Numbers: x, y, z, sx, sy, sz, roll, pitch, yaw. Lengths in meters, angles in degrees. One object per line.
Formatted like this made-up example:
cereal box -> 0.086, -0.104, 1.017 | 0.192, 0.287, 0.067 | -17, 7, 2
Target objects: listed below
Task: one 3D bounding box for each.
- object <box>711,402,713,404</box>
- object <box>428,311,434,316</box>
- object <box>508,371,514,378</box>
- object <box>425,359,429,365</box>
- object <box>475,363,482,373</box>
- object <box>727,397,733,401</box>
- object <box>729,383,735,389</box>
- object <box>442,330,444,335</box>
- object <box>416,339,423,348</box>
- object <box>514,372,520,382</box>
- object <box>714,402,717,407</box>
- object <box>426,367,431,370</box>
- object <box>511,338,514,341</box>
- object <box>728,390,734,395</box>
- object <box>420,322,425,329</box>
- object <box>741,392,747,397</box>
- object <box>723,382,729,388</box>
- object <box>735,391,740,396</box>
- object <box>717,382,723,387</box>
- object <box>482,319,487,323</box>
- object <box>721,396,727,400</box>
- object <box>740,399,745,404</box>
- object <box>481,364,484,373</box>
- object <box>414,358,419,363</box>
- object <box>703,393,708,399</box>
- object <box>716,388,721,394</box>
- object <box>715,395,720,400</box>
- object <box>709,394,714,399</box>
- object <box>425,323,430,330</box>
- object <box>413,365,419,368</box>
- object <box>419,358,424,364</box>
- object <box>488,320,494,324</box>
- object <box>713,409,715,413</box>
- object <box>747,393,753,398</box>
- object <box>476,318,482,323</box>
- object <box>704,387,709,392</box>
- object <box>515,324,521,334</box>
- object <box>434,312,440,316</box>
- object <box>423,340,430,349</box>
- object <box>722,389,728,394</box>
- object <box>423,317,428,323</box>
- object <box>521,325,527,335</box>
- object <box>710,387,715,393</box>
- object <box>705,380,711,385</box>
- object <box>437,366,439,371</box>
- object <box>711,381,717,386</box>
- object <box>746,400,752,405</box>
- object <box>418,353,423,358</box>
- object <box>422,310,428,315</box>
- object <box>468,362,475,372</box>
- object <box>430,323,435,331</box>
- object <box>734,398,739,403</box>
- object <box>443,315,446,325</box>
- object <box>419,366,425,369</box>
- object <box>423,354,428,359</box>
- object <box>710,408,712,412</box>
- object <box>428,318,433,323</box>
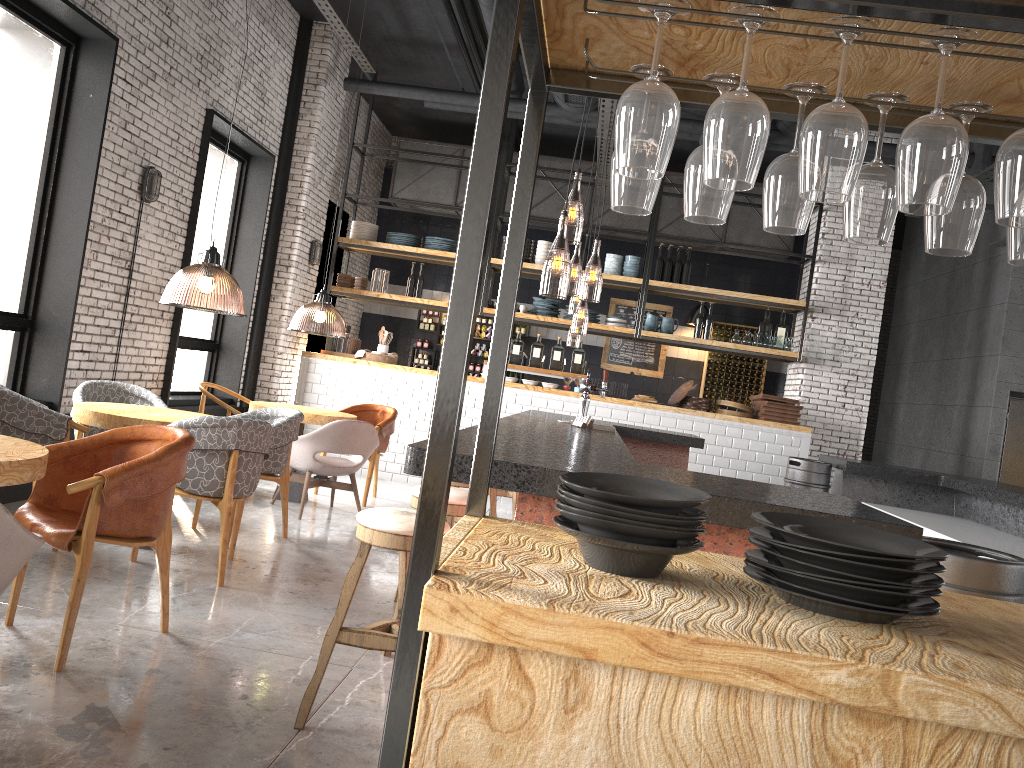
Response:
object -> 3.016, 0.300, 13.460 | 0.079, 0.079, 0.280 | 9, 0, 5
object -> -1.275, -1.135, 13.978 | 0.081, 0.113, 0.071 | 9, -1, 6
object -> -0.006, -0.179, 13.832 | 0.079, 0.281, 0.079 | 8, -1, 24
object -> -1.335, -0.346, 13.938 | 0.071, 0.083, 0.071 | 8, -1, 30
object -> -0.526, -0.252, 13.887 | 0.100, 0.139, 0.088 | 9, -1, 6
object -> 3.308, 0.238, 13.407 | 0.079, 0.079, 0.280 | 9, 0, 5
object -> 3.340, 0.030, 13.420 | 0.079, 0.079, 0.283 | 9, 0, 5
object -> -1.062, -0.807, 13.928 | 0.071, 0.083, 0.071 | 8, -1, 30
object -> -1.455, -0.642, 13.981 | 0.100, 0.139, 0.088 | 9, -1, 6
object -> 0.083, -0.166, 13.827 | 0.079, 0.281, 0.079 | 8, -1, 9
object -> 3.107, 0.314, 13.431 | 0.079, 0.079, 0.280 | 9, 0, 5
object -> -1.321, -0.219, 13.962 | 0.089, 0.101, 0.111 | 9, 0, -28
object -> -0.018, -0.663, 13.832 | 0.076, 0.111, 0.076 | 9, -1, -30
object -> 3.325, 0.134, 13.417 | 0.079, 0.079, 0.280 | 9, 0, 5
object -> -1.412, -0.919, 13.963 | 0.076, 0.111, 0.076 | 8, -1, 15
object -> 3.511, 0.162, 13.400 | 0.079, 0.079, 0.280 | 9, 0, 5
object -> 3.247, 0.016, 13.429 | 0.079, 0.079, 0.283 | 9, 0, 5
object -> 3.419, 0.148, 13.425 | 0.079, 0.079, 0.280 | 9, 0, 5
object -> 3.153, 0.002, 13.428 | 0.079, 0.079, 0.283 | 9, 0, 5
object -> -0.419, -1.028, 13.878 | 0.079, 0.156, 0.079 | 8, -1, 40
object -> 3.214, 0.224, 13.401 | 0.079, 0.079, 0.280 | 9, 0, 5
object -> 3.497, 0.266, 13.418 | 0.079, 0.079, 0.280 | 9, 0, 5
object -> -0.424, -0.237, 13.877 | 0.100, 0.139, 0.088 | 9, -1, 6
object -> -1.494, -0.370, 13.953 | 0.071, 0.083, 0.071 | 8, 0, 15
object -> 2.936, 0.182, 13.441 | 0.079, 0.079, 0.280 | 9, 0, 5
object -> 3.138, 0.106, 13.435 | 0.079, 0.079, 0.280 | 9, 0, 5
object -> 3.124, 0.210, 13.449 | 0.079, 0.079, 0.280 | 9, 0, 5
object -> 3.028, 0.196, 13.419 | 0.079, 0.079, 0.280 | 9, 0, 5
object -> -1.331, -0.906, 13.955 | 0.076, 0.111, 0.076 | 8, -1, 25
object -> -1.529, -0.256, 13.969 | 0.118, 0.111, 0.085 | 9, -1, -36
object -> -1.416, -0.358, 13.946 | 0.070, 0.083, 0.071 | 9, 0, -5
object -> -0.324, -1.014, 13.869 | 0.079, 0.156, 0.079 | 9, -1, -10
object -> 3.091, 0.418, 13.421 | 0.079, 0.079, 0.280 | 9, 0, 5
object -> 3.602, 0.176, 13.368 | 0.079, 0.079, 0.280 | 9, 0, 5
object -> -0.512, -1.042, 13.887 | 0.079, 0.156, 0.079 | 8, -1, 15
object -> 2.954, 0.078, 13.467 | 0.079, 0.079, 0.280 | 9, 0, 5
object -> 0.100, -0.913, 13.848 | 0.079, 0.281, 0.079 | 9, -1, -21
object -> -1.185, -1.122, 13.969 | 0.081, 0.113, 0.071 | 9, -1, 6
object -> -1.349, -0.626, 13.971 | 0.100, 0.139, 0.088 | 9, -1, 6
object -> 3.233, 0.120, 13.446 | 0.079, 0.079, 0.280 | 9, 0, 5
object -> -1.361, -1.009, 13.960 | 0.070, 0.083, 0.071 | 9, 0, -5
object -> 0.193, -0.899, 13.839 | 0.079, 0.281, 0.079 | 9, -1, -1
object -> 3.044, 0.092, 13.424 | 0.079, 0.079, 0.280 | 9, 0, 5
object -> 2.966, -0.026, 13.432 | 0.079, 0.079, 0.283 | 9, 0, 5
object -> -1.131, -0.241, 13.918 | 0.076, 0.111, 0.076 | 9, -1, -20
object -> 3.061, -0.012, 13.446 | 0.079, 0.079, 0.283 | 9, 0, 5
object -> 3.589, 0.280, 13.405 | 0.079, 0.079, 0.280 | 9, 0, 5
object -> -1.437, -0.446, 13.955 | 0.071, 0.083, 0.071 | 8, -1, 30
object -> -1.371, -1.150, 13.987 | 0.081, 0.113, 0.071 | 9, -1, 6
object -> -0.632, -0.268, 13.897 | 0.100, 0.139, 0.088 | 9, -1, 6
object -> -1.249, -0.894, 13.949 | 0.076, 0.111, 0.076 | 9, -1, 0
object -> 3.402, 0.252, 13.407 | 0.079, 0.079, 0.280 | 9, 0, 5
object -> -1.042, -1.000, 13.932 | 0.079, 0.156, 0.079 | 8, -1, 35
object -> -1.420, -0.234, 13.970 | 0.089, 0.101, 0.111 | 9, 0, -33
object -> -1.362, -0.434, 13.942 | 0.070, 0.083, 0.071 | 9, -1, -45
object -> 2.998, 0.404, 13.438 | 0.079, 0.079, 0.280 | 9, 0, 5
object -> -1.280, -0.997, 13.952 | 0.071, 0.083, 0.071 | 8, -1, 30
